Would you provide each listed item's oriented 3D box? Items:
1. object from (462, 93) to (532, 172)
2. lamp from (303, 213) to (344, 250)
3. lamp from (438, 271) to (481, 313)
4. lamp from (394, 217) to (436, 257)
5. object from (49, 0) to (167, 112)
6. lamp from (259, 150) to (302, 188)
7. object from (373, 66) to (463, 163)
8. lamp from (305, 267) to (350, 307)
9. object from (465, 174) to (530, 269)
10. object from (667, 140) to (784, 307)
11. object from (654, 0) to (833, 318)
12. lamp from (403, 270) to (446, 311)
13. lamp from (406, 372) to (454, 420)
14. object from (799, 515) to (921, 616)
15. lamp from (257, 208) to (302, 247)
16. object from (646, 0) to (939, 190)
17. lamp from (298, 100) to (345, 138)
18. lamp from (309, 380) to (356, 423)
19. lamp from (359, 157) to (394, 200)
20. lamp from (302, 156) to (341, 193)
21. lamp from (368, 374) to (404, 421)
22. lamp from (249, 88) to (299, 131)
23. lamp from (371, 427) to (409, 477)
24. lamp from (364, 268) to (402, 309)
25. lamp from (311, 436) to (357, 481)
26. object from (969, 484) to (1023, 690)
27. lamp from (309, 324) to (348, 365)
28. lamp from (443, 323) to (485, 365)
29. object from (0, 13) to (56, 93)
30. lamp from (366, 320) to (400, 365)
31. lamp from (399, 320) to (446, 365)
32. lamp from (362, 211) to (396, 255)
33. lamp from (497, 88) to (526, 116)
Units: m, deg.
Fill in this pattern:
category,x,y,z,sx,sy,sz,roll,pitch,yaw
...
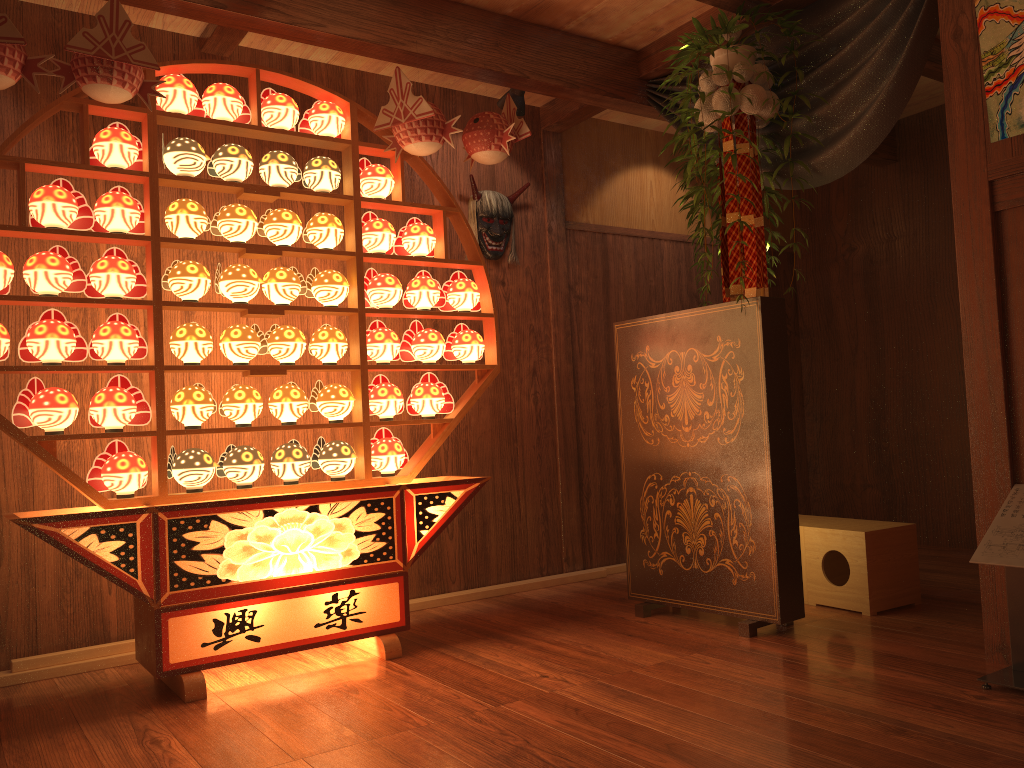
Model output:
category,x,y,z,sx,sy,sz,roll,pitch,yaw
object,-0.097,-1.051,3.598,0.235,0.318,0.354,-1,-4,-39
lamp,-0.719,-0.595,3.413,0.144,0.173,0.152,-1,-3,-29
lamp,-0.205,-0.397,3.755,0.205,0.200,0.153,-2,-3,-20
lamp,-0.383,-0.612,3.649,0.193,0.195,0.153,-2,-3,-19
object,-1.275,-1.031,2.783,0.359,0.306,0.208,-1,-3,-34
lamp,-0.882,-0.809,3.325,0.138,0.167,0.158,-3,-3,6
object,-0.360,-1.034,3.413,0.353,0.314,0.248,-5,-3,33
lamp,-0.695,-0.375,3.416,0.153,0.173,0.143,-4,-3,26
object,-0.075,-0.807,4.496,0.376,0.453,0.133,-1,-3,-35
object,1.051,-0.824,4.447,0.522,1.260,0.769,-5,-4,41
object,0.891,-0.867,3.419,0.686,1.260,0.589,-5,-4,45
lamp,-0.367,-0.390,3.645,0.182,0.191,0.156,-3,-3,-4
lamp,-0.348,0.046,3.622,0.200,0.200,0.157,-3,-3,0
object,1.240,0.790,4.115,0.336,0.330,1.252,-1,-3,-29
lamp,-0.855,-0.590,3.320,0.152,0.167,0.144,-5,-3,36
object,1.073,-1.136,3.538,0.098,0.751,1.452,-1,-3,-33
lamp,-0.720,-1.042,3.448,0.195,0.188,0.152,-1,-3,-29
lamp,-0.672,0.065,3.396,0.153,0.173,0.143,-4,-3,21
lamp,-0.539,-0.831,3.558,0.152,0.200,0.207,-5,-4,41
lamp,-0.734,-0.814,3.421,0.143,0.173,0.153,-2,-3,-19
lamp,-0.500,0.051,3.513,0.191,0.194,0.153,-2,-3,-24
lamp,-0.874,-1.045,3.343,0.207,0.200,0.152,0,-4,-44
lamp,-0.494,0.268,3.505,0.199,0.197,0.153,-2,-3,-20
lamp,-0.504,-0.385,3.547,0.152,0.187,0.195,-5,-3,36
lamp,-0.662,0.283,3.388,0.153,0.173,0.143,-4,-3,21
object,1.509,0.581,2.527,0.310,0.559,0.242,-1,-3,-34
lamp,-0.702,-0.155,3.391,0.143,0.173,0.153,-2,-3,-19
lamp,-0.184,-0.174,3.751,0.187,0.192,0.153,-2,-3,-24
object,-1.548,-1.017,2.585,0.370,0.311,0.235,-2,-3,-9
lamp,-0.514,-0.169,3.522,0.194,0.195,0.153,-2,-3,-24
lamp,-0.339,-0.175,3.644,0.152,0.200,0.207,-5,-4,41
lamp,-0.534,-0.611,3.543,0.207,0.200,0.152,-1,-3,-34
lamp,0.001,-1.314,4.058,0.138,0.177,0.172,-2,-3,-14
